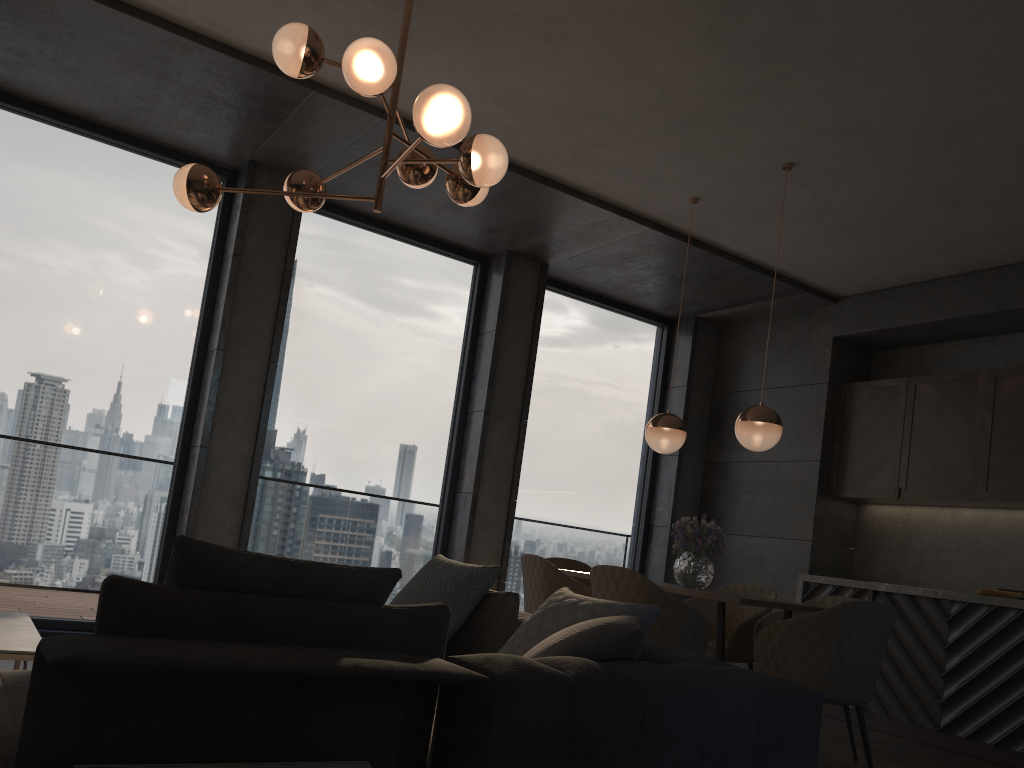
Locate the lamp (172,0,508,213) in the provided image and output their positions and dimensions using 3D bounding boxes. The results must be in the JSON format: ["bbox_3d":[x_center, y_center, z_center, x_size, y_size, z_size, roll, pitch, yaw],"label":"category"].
[{"bbox_3d":[-0.480,-1.113,3.555,1.460,1.028,1.028,2,-10,34],"label":"lamp"}]

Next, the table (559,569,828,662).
[{"bbox_3d":[0.894,1.473,4.718,0.775,0.761,1.471,13,-11,-31],"label":"table"}]

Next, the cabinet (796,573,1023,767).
[{"bbox_3d":[3.184,1.766,5.119,0.606,0.940,3.403,12,-11,-31],"label":"cabinet"}]

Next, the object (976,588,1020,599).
[{"bbox_3d":[3.020,1.298,5.437,0.300,0.054,0.072,6,-9,9],"label":"object"}]

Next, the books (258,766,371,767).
[{"bbox_3d":[-0.538,0.908,1.654,0.572,0.350,0.079,13,-8,-32],"label":"books"}]

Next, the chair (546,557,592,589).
[{"bbox_3d":[0.406,1.518,5.496,0.559,0.828,0.512,11,-8,-27],"label":"chair"}]

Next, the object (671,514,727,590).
[{"bbox_3d":[1.005,0.903,4.779,0.297,0.405,0.333,4,-8,28],"label":"object"}]

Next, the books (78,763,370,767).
[{"bbox_3d":[-0.547,0.909,1.670,0.572,0.351,0.068,13,-8,-32],"label":"books"}]

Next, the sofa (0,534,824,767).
[{"bbox_3d":[-0.832,0.823,2.544,2.936,0.776,2.030,14,-12,-32],"label":"sofa"}]

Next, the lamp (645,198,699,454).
[{"bbox_3d":[0.984,-0.348,5.211,0.240,1.530,0.239,11,-6,-26],"label":"lamp"}]

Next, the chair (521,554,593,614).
[{"bbox_3d":[0.274,1.343,4.656,0.513,0.828,0.558,11,-8,-22],"label":"chair"}]

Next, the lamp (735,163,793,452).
[{"bbox_3d":[1.361,-0.407,4.621,0.238,1.530,0.242,4,-7,34],"label":"lamp"}]

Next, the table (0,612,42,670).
[{"bbox_3d":[-2.140,0.956,2.973,0.938,0.306,0.933,14,-12,-31],"label":"table"}]

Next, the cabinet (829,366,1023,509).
[{"bbox_3d":[3.485,0.317,5.322,0.372,0.856,3.403,12,-11,-31],"label":"cabinet"}]

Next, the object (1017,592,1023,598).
[{"bbox_3d":[3.086,1.275,5.286,0.117,0.045,0.120,13,-11,-26],"label":"object"}]

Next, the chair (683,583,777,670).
[{"bbox_3d":[1.244,1.587,5.254,0.515,0.828,0.555,13,-9,-37],"label":"chair"}]

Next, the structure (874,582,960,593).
[{"bbox_3d":[2.813,1.380,5.871,0.509,0.017,0.612,14,-12,-31],"label":"structure"}]

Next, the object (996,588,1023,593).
[{"bbox_3d":[3.129,1.319,5.539,0.157,0.067,0.118,-1,-13,43],"label":"object"}]

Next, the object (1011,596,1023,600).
[{"bbox_3d":[3.083,1.292,5.285,0.170,0.020,0.172,9,-10,-6],"label":"object"}]

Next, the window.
[{"bbox_3d":[-1.823,0.147,5.661,7.329,2.972,0.199,14,-8,-32],"label":"window"}]

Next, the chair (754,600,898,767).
[{"bbox_3d":[1.371,1.358,3.933,0.559,0.828,0.512,11,-8,-27],"label":"chair"}]

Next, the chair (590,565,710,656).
[{"bbox_3d":[0.606,1.292,4.142,0.515,0.828,0.555,13,-9,-37],"label":"chair"}]

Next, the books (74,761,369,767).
[{"bbox_3d":[-0.552,0.910,1.685,0.572,0.352,0.062,13,-8,-32],"label":"books"}]

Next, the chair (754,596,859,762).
[{"bbox_3d":[1.576,1.528,4.694,0.514,0.828,0.556,12,-8,-32],"label":"chair"}]
